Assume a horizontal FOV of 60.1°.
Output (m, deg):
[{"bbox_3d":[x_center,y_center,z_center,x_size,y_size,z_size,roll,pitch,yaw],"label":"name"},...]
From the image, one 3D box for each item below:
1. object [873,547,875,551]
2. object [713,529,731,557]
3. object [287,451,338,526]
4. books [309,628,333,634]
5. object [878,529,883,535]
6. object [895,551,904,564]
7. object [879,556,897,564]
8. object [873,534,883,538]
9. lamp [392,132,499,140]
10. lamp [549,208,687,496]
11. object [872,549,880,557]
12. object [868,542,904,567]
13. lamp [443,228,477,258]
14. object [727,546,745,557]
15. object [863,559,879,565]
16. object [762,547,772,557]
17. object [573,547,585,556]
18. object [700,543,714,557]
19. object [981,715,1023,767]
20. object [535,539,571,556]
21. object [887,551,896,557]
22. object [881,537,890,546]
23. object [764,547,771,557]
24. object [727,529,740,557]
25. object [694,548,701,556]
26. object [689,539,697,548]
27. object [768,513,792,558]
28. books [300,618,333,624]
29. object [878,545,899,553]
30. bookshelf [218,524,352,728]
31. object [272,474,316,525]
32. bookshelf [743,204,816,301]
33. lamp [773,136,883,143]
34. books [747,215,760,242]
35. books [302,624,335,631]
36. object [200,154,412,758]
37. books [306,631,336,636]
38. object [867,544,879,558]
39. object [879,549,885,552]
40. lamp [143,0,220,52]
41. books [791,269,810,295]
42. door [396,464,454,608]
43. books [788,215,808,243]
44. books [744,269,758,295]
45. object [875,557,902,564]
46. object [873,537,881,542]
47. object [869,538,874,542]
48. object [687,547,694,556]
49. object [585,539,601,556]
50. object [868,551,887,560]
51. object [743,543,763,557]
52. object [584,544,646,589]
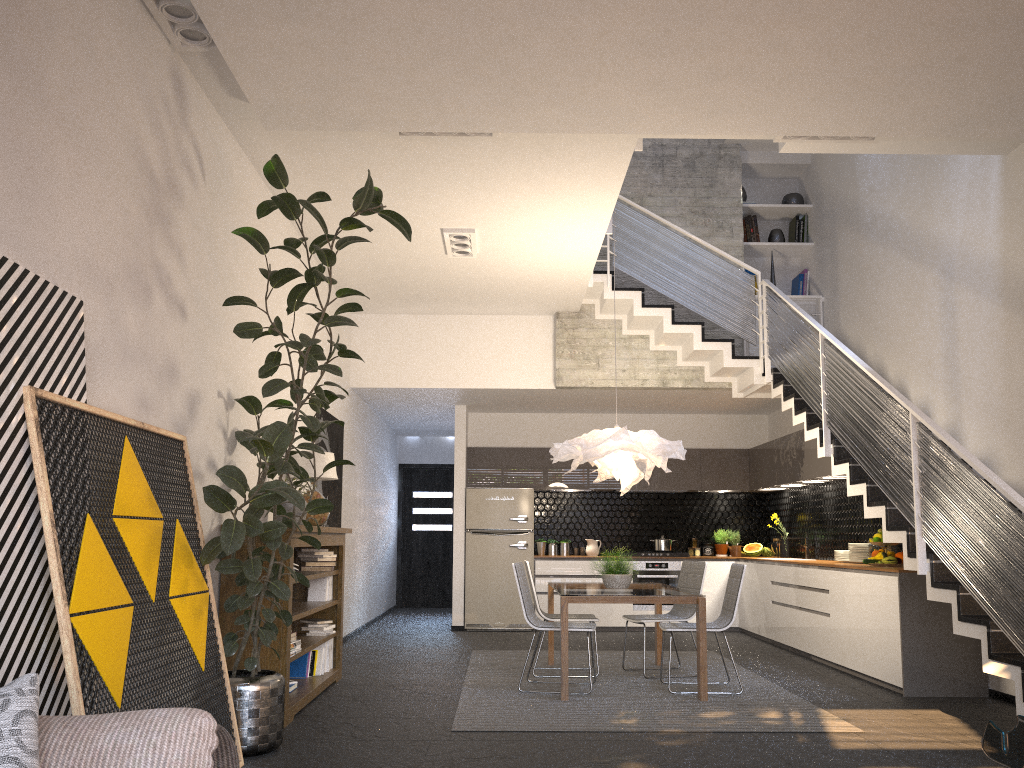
[{"bbox_3d":[3.061,1.407,7.364,0.126,0.119,0.061,-5,-9,31],"label":"object"},{"bbox_3d":[2.679,2.015,11.256,0.245,0.351,0.236,0,-8,3],"label":"object"},{"bbox_3d":[-1.549,0.826,6.875,0.390,0.578,0.391,5,-9,-31],"label":"object"},{"bbox_3d":[-1.442,1.864,6.698,0.174,0.019,0.245,2,-10,-10],"label":"books"},{"bbox_3d":[3.038,1.236,7.298,0.056,0.081,0.182,-4,-10,28],"label":"object"},{"bbox_3d":[3.183,1.417,7.229,0.111,0.110,0.113,4,-9,-24],"label":"object"},{"bbox_3d":[3.023,1.421,7.125,0.152,0.072,0.077,-7,-11,37],"label":"object"},{"bbox_3d":[3.012,1.258,7.276,0.068,0.058,0.071,0,-9,-1],"label":"object"},{"bbox_3d":[-0.399,-1.548,5.277,0.645,0.065,0.255,0,-10,-1],"label":"lamp"},{"bbox_3d":[0.848,-1.681,7.368,1.118,5.177,1.069,-1,-7,10],"label":"lamp"},{"bbox_3d":[2.997,1.401,7.266,0.087,0.092,0.086,0,-8,4],"label":"object"},{"bbox_3d":[3.059,1.281,7.251,0.352,0.423,0.354,1,-8,-7],"label":"object"},{"bbox_3d":[-0.423,-1.181,7.373,0.253,0.065,0.650,0,-10,-1],"label":"lamp"},{"bbox_3d":[2.814,2.099,11.115,0.210,0.139,0.125,-6,-10,33],"label":"object"},{"bbox_3d":[2.973,1.452,7.235,0.239,0.048,0.062,4,-9,-20],"label":"object"},{"bbox_3d":[3.218,2.101,11.078,0.149,0.126,0.225,-7,-12,39],"label":"object"},{"bbox_3d":[0.854,2.132,11.278,0.160,0.110,0.078,0,-8,4],"label":"object"},{"bbox_3d":[2.486,2.111,11.284,0.141,0.173,0.142,0,-8,-1],"label":"object"},{"bbox_3d":[1.583,-0.446,5.760,0.366,4.442,8.973,-1,-9,11],"label":"object"},{"bbox_3d":[0.519,2.070,11.243,0.482,0.219,0.174,1,-8,-4],"label":"object"},{"bbox_3d":[3.115,1.414,7.280,0.088,0.078,0.089,-6,-10,34],"label":"object"},{"bbox_3d":[3.045,1.273,7.190,0.101,0.078,0.096,1,-9,-5],"label":"object"},{"bbox_3d":[3.233,2.135,11.252,0.132,0.118,0.205,-3,-10,19],"label":"object"},{"bbox_3d":[2.821,2.000,11.240,0.170,0.376,0.185,-5,-9,36],"label":"object"},{"bbox_3d":[2.363,2.141,11.285,0.083,0.112,0.083,-1,-8,9],"label":"object"},{"bbox_3d":[2.310,2.029,11.289,0.083,0.112,0.083,3,-9,-20],"label":"object"},{"bbox_3d":[3.229,1.820,10.636,0.257,0.538,0.430,-3,-9,23],"label":"object"},{"bbox_3d":[-1.480,1.795,6.697,0.222,0.023,0.148,-8,-13,40],"label":"books"},{"bbox_3d":[3.268,1.478,7.676,0.172,0.183,0.173,4,-9,-23],"label":"object"},{"bbox_3d":[-1.504,1.573,6.100,0.451,1.163,1.933,0,-9,-1],"label":"bookshelf"},{"bbox_3d":[-1.567,0.802,6.250,0.386,0.409,0.277,4,-9,-22],"label":"object"},{"bbox_3d":[2.887,-1.438,10.107,0.973,1.099,0.446,0,-7,-1],"label":"bookshelf"},{"bbox_3d":[1.922,-1.531,5.302,0.645,0.065,0.255,0,-10,-1],"label":"lamp"},{"bbox_3d":[2.760,-1.722,10.216,0.134,0.380,0.274,0,-8,-1],"label":"books"},{"bbox_3d":[-1.464,1.842,6.699,0.175,0.023,0.245,-1,-10,9],"label":"books"},{"bbox_3d":[-1.224,0.329,4.798,0.908,3.178,2.024,3,-8,-23],"label":"object"},{"bbox_3d":[-1.443,1.883,6.690,0.155,0.020,0.207,-1,-10,9],"label":"books"},{"bbox_3d":[3.250,1.510,7.856,0.172,0.183,0.173,8,-11,-41],"label":"object"},{"bbox_3d":[3.050,1.396,7.339,0.059,0.055,0.128,0,-9,1],"label":"object"},{"bbox_3d":[-1.550,-1.756,4.125,0.253,0.065,0.650,0,-10,-1],"label":"lamp"},{"bbox_3d":[3.299,-1.093,10.146,0.146,0.380,0.274,0,-8,-1],"label":"books"},{"bbox_3d":[-1.281,2.434,14.205,1.108,2.300,0.161,0,-7,-1],"label":"door"},{"bbox_3d":[3.294,-1.720,10.203,0.160,0.379,0.267,0,-8,-1],"label":"books"},{"bbox_3d":[2.708,-1.094,10.140,0.171,0.371,0.274,0,-8,-1],"label":"books"},{"bbox_3d":[3.051,1.443,7.175,0.229,0.075,0.070,2,-8,-10],"label":"object"},{"bbox_3d":[2.973,1.273,7.212,0.060,0.054,0.059,-5,-10,33],"label":"object"},{"bbox_3d":[2.955,1.285,7.264,0.048,0.041,0.045,7,-11,-39],"label":"object"},{"bbox_3d":[2.276,2.141,11.288,0.083,0.112,0.083,0,-8,-1],"label":"object"},{"bbox_3d":[1.031,2.078,11.252,0.190,0.213,0.172,-2,-8,13],"label":"object"},{"bbox_3d":[2.985,1.406,7.235,0.154,0.076,0.079,-6,-11,34],"label":"object"},{"bbox_3d":[3.006,2.068,11.034,0.236,0.173,0.219,-4,-10,28],"label":"object"},{"bbox_3d":[0.812,1.443,6.994,0.531,0.365,0.673,1,-9,-5],"label":"object"}]
